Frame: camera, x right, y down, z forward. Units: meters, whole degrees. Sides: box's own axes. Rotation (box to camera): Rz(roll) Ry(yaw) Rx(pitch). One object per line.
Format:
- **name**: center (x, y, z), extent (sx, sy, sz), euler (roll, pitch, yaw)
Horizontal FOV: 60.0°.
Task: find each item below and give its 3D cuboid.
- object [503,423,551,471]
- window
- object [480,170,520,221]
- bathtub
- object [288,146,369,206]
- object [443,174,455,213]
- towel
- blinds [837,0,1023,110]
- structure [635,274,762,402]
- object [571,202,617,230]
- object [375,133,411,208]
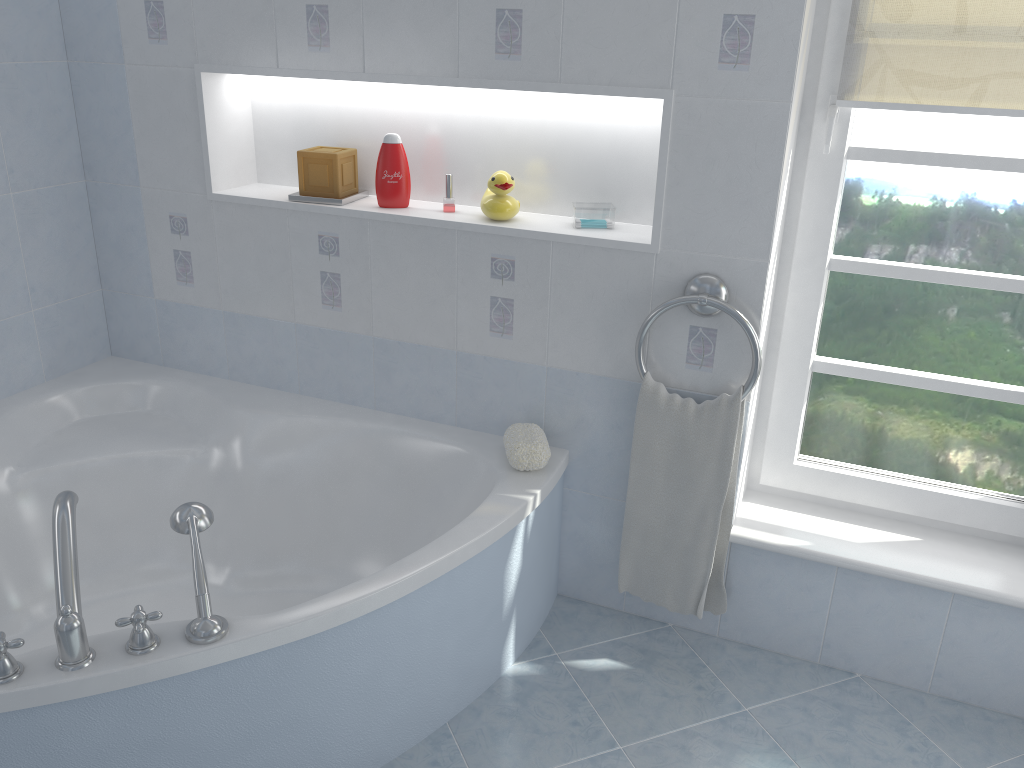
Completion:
- **object**: center (0.037, 0.156, 2.219), extent (0.105, 0.077, 0.165), euler (-1, 22, -6)
- **window**: center (1.003, -0.612, 1.846), extent (0.758, 2.067, 0.142), euler (10, 24, 20)
- **object**: center (-0.031, -0.473, 2.217), extent (0.095, 0.122, 0.132), euler (-3, 23, -12)
- **bathtub**: center (-0.878, 0.420, 1.959), extent (1.596, 0.670, 1.578), euler (10, 24, 20)
- **object**: center (-0.498, -0.569, 2.405), extent (0.160, 0.130, 0.160), euler (8, 23, 15)
- **object**: center (-0.162, -0.493, 2.290), extent (0.030, 0.096, 0.030), euler (-1, 22, -6)
- **towel**: center (0.415, 0.280, 2.161), extent (0.280, 0.635, 0.083), euler (11, 24, 21)
- **blinds**: center (0.990, -1.028, 1.623), extent (0.598, 1.032, 0.046), euler (10, 24, 20)
- **structure**: center (0.429, -0.086, 2.037), extent (0.291, 0.332, 0.051), euler (10, 24, 20)
- **object**: center (0.199, -0.412, 2.174), extent (0.102, 0.053, 0.072), euler (1, 22, -3)
- **object**: center (-0.310, -0.553, 2.306), extent (0.092, 0.190, 0.044), euler (0, 22, -3)
